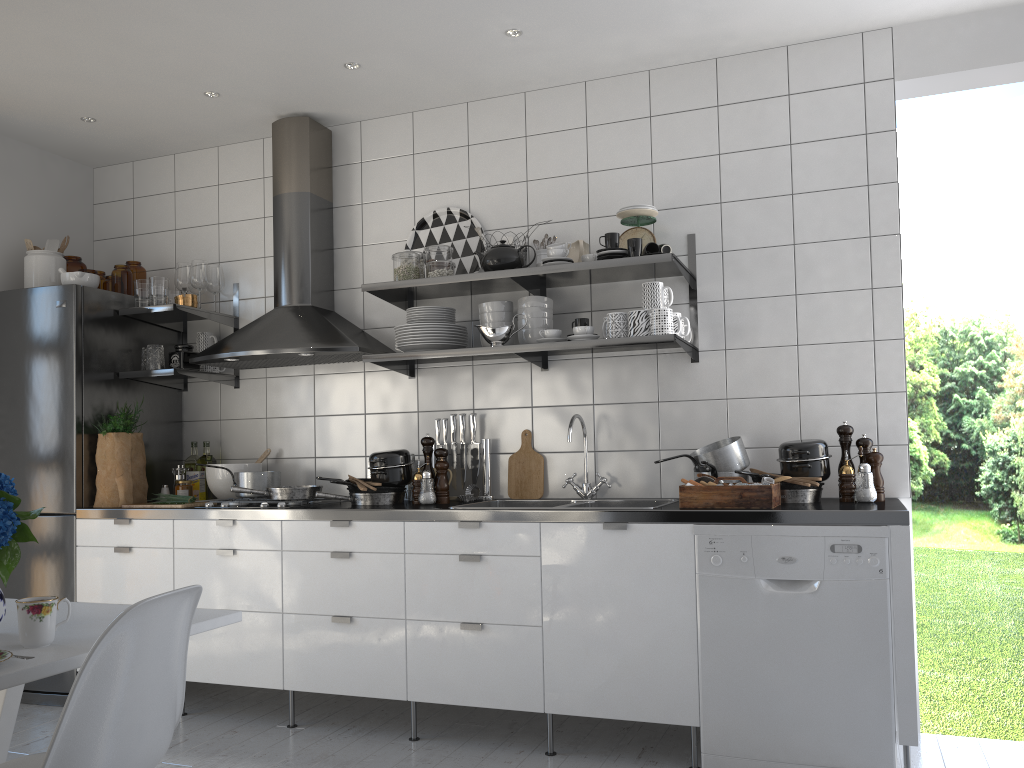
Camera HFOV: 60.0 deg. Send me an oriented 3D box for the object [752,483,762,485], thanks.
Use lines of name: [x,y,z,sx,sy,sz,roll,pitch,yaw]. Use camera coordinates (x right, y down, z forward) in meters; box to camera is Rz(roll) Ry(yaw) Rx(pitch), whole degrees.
object: [0.801,0.351,2.880,0.042,0.062,0.069,1,-4,-38]

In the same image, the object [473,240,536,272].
object: [-0.030,-0.491,3.469,0.178,0.142,0.200,1,-4,-28]

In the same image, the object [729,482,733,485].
object: [0.732,0.366,3.027,0.054,0.059,0.068,-2,-4,17]

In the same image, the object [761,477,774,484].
object: [0.851,0.339,2.961,0.050,0.058,0.053,-2,-3,15]

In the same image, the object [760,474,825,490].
object: [0.943,0.355,3.145,0.347,0.082,0.244,1,-5,-28]

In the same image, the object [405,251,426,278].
object: [-0.426,-0.473,3.784,0.121,0.170,0.121,-4,-4,41]

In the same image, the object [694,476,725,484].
object: [0.676,0.368,3.064,0.118,0.099,0.085,-2,-3,15]

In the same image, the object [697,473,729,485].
object: [0.775,0.361,3.064,0.266,0.107,0.048,-3,-3,18]

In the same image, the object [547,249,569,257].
object: [0.173,-0.483,3.371,0.079,0.049,0.082,-1,-4,-6]

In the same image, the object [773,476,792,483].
object: [0.816,0.362,3.023,0.271,0.094,0.050,-3,-3,26]

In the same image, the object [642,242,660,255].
object: [0.513,-0.485,3.259,0.069,0.058,0.080,-1,-4,-6]

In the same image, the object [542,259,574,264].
object: [0.176,-0.452,3.370,0.121,0.021,0.121,-3,-5,25]

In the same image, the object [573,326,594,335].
object: [0.265,-0.186,3.288,0.079,0.047,0.083,-4,-5,33]

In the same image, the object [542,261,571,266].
object: [0.176,-0.443,3.370,0.121,0.021,0.121,-3,-5,25]

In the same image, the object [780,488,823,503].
object: [0.932,0.392,3.171,0.351,0.060,0.232,-1,-4,-1]

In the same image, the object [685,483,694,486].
object: [0.603,0.355,2.965,0.049,0.048,0.048,-3,-4,32]

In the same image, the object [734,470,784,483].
object: [0.955,0.340,3.140,0.246,0.080,0.356,-4,-5,29]

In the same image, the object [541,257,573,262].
object: [0.172,-0.462,3.372,0.121,0.024,0.121,-3,-5,16]

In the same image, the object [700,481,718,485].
object: [0.717,0.364,2.938,0.030,0.084,0.220,1,-5,-44]

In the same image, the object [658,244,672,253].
object: [0.551,-0.492,3.258,0.069,0.059,0.083,-1,-4,-1]

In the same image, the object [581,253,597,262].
object: [0.303,-0.465,3.386,0.079,0.047,0.083,-4,-5,33]

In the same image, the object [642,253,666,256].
object: [0.529,-0.459,3.256,0.121,0.021,0.121,-3,-5,25]

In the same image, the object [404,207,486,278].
object: [-0.293,-0.579,3.875,0.395,0.393,0.053,-3,-3,21]

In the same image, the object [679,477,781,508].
object: [0.735,0.362,2.982,0.301,0.100,0.211,-3,-4,23]

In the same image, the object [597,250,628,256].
object: [0.375,-0.473,3.279,0.121,0.023,0.121,2,-5,-37]

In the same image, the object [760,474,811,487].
object: [0.925,0.331,3.082,0.064,0.044,0.335,0,-4,-12]

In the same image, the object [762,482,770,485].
object: [0.830,0.355,2.910,0.040,0.063,0.069,0,-4,-21]

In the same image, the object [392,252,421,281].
object: [-0.430,-0.465,3.622,0.121,0.130,0.121,-2,-3,7]

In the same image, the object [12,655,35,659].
object: [-0.978,0.519,1.705,0.140,0.011,0.032,-3,-5,24]

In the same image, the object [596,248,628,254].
object: [0.372,-0.482,3.281,0.121,0.023,0.121,1,-5,-28]

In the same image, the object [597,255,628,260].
object: [0.375,-0.454,3.278,0.121,0.021,0.121,-1,-4,-2]

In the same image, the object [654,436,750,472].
object: [0.694,0.280,3.283,0.371,0.168,0.203,-1,-4,-2]

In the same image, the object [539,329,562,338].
object: [0.150,-0.178,3.358,0.079,0.047,0.083,-2,-4,13]

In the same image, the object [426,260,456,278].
object: [-0.286,-0.448,3.556,0.121,0.079,0.121,-2,-4,7]

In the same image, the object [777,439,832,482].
object: [1.045,0.277,3.171,0.190,0.159,0.198,0,-4,-18]

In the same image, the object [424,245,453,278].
object: [-0.303,-0.483,3.682,0.121,0.170,0.121,-4,-4,41]

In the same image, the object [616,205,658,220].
object: [0.489,-0.663,3.465,0.163,0.047,0.164,0,-5,-20]

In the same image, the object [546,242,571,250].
object: [0.173,-0.512,3.372,0.083,0.067,0.078,-4,-4,36]

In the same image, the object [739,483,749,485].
object: [0.771,0.355,2.941,0.055,0.052,0.034,-2,-3,7]

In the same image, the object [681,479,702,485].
object: [0.656,0.363,2.964,0.030,0.093,0.217,1,-5,-43]

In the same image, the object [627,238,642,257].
object: [0.450,-0.488,3.221,0.055,0.077,0.070,0,-3,-16]

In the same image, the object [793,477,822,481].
object: [0.966,0.337,3.115,0.065,0.021,0.337,0,-5,-15]

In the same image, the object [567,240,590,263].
object: [0.271,-0.497,3.541,0.116,0.151,0.127,2,-4,-43]

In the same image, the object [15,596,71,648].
object: [-0.964,0.485,1.807,0.078,0.095,0.091,-2,-3,14]

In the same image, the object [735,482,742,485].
object: [0.780,0.368,3.008,0.068,0.067,0.035,-1,-3,2]

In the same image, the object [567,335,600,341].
object: [0.267,-0.165,3.289,0.121,0.021,0.121,-3,-5,25]

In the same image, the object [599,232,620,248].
object: [0.366,-0.517,3.286,0.070,0.078,0.055,-4,-4,41]

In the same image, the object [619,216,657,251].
object: [0.492,-0.537,3.448,0.159,0.208,0.185,-2,-3,21]

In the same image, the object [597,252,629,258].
object: [0.374,-0.464,3.279,0.121,0.021,0.121,-3,-5,25]

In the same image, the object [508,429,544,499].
object: [0.059,0.336,3.716,0.157,0.293,0.047,-2,-2,21]

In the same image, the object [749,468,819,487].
object: [0.940,0.324,3.088,0.059,0.060,0.335,0,-5,-21]

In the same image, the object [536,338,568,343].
object: [0.150,-0.157,3.359,0.121,0.021,0.121,-3,-5,18]

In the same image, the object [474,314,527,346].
object: [-0.044,-0.202,3.448,0.210,0.134,0.102,-1,-3,3]

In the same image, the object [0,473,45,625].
object: [-1.174,0.359,1.936,0.266,0.376,0.236,-3,-3,23]

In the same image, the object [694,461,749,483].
object: [0.769,0.352,3.211,0.200,0.153,0.348,-2,-4,5]
